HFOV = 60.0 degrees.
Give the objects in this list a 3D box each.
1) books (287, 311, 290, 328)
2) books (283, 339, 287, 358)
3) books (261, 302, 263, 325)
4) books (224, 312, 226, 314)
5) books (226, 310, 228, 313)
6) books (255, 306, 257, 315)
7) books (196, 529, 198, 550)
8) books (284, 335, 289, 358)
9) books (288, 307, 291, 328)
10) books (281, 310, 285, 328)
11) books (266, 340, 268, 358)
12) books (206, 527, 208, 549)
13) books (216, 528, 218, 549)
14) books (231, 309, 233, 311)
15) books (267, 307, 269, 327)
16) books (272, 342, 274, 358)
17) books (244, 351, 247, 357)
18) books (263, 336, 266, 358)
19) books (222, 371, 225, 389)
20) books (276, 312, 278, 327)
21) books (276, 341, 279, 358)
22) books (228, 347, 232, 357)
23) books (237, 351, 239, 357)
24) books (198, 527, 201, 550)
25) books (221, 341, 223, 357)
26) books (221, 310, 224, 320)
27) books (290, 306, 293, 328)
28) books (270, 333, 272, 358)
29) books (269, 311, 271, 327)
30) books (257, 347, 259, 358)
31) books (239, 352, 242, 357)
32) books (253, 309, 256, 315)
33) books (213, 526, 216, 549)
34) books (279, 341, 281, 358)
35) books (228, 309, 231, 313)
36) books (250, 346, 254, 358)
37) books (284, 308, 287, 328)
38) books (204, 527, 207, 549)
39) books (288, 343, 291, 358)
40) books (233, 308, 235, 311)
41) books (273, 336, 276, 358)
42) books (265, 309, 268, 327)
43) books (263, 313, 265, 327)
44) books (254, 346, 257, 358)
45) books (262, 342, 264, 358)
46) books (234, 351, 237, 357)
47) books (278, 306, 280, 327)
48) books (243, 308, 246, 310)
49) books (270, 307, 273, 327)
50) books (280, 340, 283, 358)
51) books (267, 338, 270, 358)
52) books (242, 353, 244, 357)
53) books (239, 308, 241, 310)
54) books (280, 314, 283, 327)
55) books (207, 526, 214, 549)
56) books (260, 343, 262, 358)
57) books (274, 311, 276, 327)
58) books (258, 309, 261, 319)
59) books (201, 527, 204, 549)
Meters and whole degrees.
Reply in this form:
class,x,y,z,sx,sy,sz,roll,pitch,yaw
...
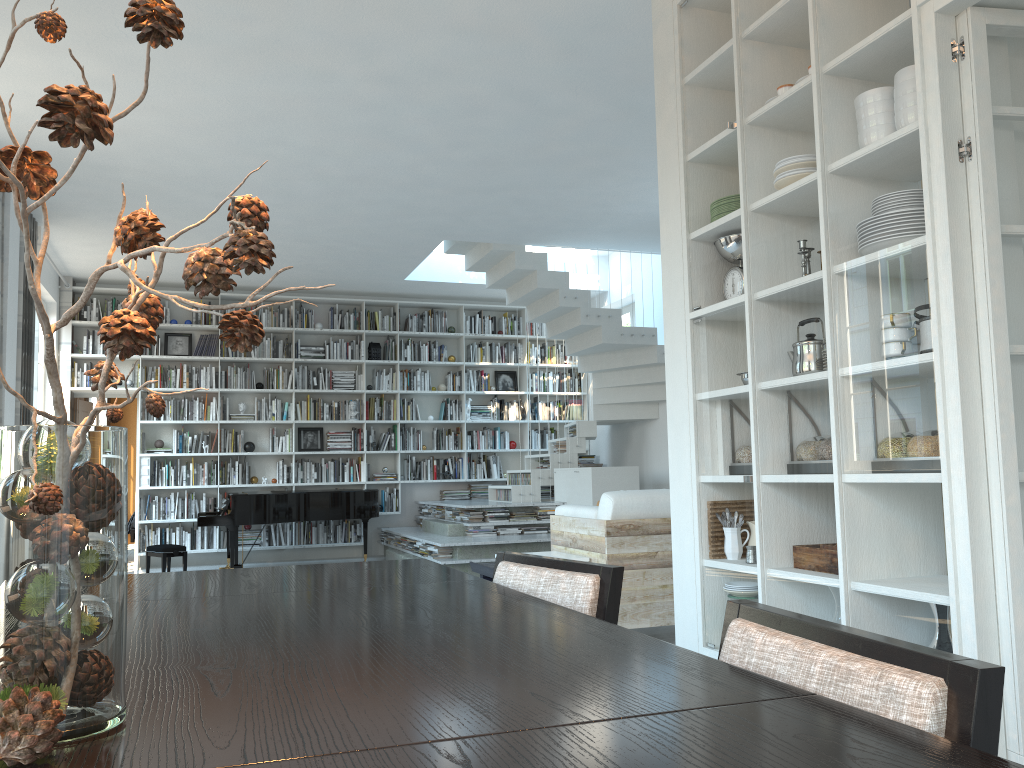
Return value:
class,x,y,z,sx,sy,sz,roll,pitch,yaw
books,-2.703,-0.758,10.693,0.026,0.225,0.172,1,-6,-19
books,-2.734,-0.412,10.654,0.055,0.263,0.167,1,-6,-19
books,-2.997,-0.805,10.612,0.014,0.315,0.166,1,-6,-19
books,-3.394,-0.744,10.472,0.024,0.182,0.133,1,-6,-19
books,-3.376,-0.791,10.493,0.021,0.278,0.141,1,-6,-19
books,-3.054,-0.788,10.579,0.013,0.276,0.164,1,-6,-19
books,-3.601,1.776,10.145,0.022,0.224,0.141,1,-6,-19
books,-2.720,-0.431,10.661,0.058,0.302,0.175,1,-6,-19
books,-2.688,-0.778,10.709,0.014,0.267,0.171,1,-6,-19
books,-2.760,-0.764,10.687,0.026,0.237,0.149,1,-6,-19
books,-2.931,-0.397,10.576,0.021,0.226,0.191,1,-6,-19
books,-3.499,1.736,10.172,0.012,0.303,0.165,1,-6,-19
books,-3.391,1.771,10.187,0.017,0.232,0.212,1,-6,-19
books,-3.317,-0.763,10.486,0.023,0.220,0.181,1,-6,-19
books,-2.930,-0.781,10.635,0.014,0.268,0.156,1,-6,-19
books,-2.868,-0.387,10.624,0.024,0.213,0.150,1,-6,-19
books,-3.166,-0.375,10.513,0.034,0.180,0.160,1,-6,-19
books,-2.962,-0.425,10.593,0.026,0.286,0.138,1,-6,-19
books,-3.392,-0.034,10.413,0.029,0.224,0.136,1,-6,-19
books,-2.828,-0.749,10.639,0.026,0.200,0.187,1,-6,-19
books,-2.817,-0.390,10.623,0.030,0.217,0.182,1,-6,-19
books,-3.335,-0.424,10.457,0.067,0.274,0.168,1,-6,-19
books,-3.241,-0.387,10.485,0.024,0.201,0.153,1,-6,-19
books,-3.577,1.760,10.152,0.027,0.256,0.179,1,-6,-19
books,-3.406,-0.418,10.411,0.023,0.256,0.175,1,-6,-19
books,-3.414,-0.773,10.452,0.029,0.237,0.156,1,-6,-19
books,-2.668,-0.789,10.712,0.026,0.288,0.176,1,-6,-19
books,-2.879,-0.439,10.603,0.011,0.313,0.183,1,-6,-19
books,-2.912,-0.753,10.648,0.029,0.213,0.141,1,-6,-19
books,-3.025,-0.374,10.553,0.028,0.179,0.168,1,-6,-19
books,-3.214,-0.396,10.488,0.029,0.218,0.158,1,-6,-19
books,-3.078,-0.766,10.584,0.029,0.235,0.130,1,-6,-19
books,-3.426,1.754,10.221,0.027,0.276,0.143,1,-6,-19
books,-2.794,-0.392,10.636,0.022,0.222,0.161,1,-6,-19
books,-3.345,-0.780,10.483,0.031,0.254,0.145,1,-6,-19
books,-3.097,-0.428,10.524,0.075,0.285,0.178,1,-6,-19
books,-2.737,-0.774,10.705,0.029,0.261,0.151,1,-6,-19
books,-3.515,1.740,10.168,0.021,0.295,0.188,1,-6,-19
books,-2.686,-0.383,10.694,0.028,0.211,0.134,1,-6,-19
books,-3.297,-0.778,10.498,0.023,0.251,0.170,1,-6,-19
books,-2.848,-0.425,10.637,0.022,0.290,0.146,1,-6,-19
books,-2.948,-0.765,10.626,0.026,0.235,0.134,1,-6,-19
books,-2.971,-0.744,10.607,0.031,0.190,0.182,1,-6,-19
books,-3.054,-0.416,10.554,0.027,0.265,0.168,1,-6,-19
books,-2.973,-0.388,10.572,0.010,0.208,0.173,1,-6,-19
books,-3.263,-0.409,10.465,0.031,0.241,0.181,1,-6,-19
books,-2.806,-0.789,10.669,0.013,0.285,0.160,1,-6,-19
books,-3.181,-0.783,10.555,0.028,0.267,0.151,1,-6,-19
books,-2.883,-0.781,10.632,0.014,0.266,0.192,1,-6,-19
books,-2.777,-0.397,10.658,0.024,0.237,0.153,1,-6,-19
books,-2.914,-0.412,10.603,0.028,0.260,0.135,1,-6,-19
books,-3.191,-0.433,10.500,0.023,0.293,0.156,1,-6,-19
books,-3.228,-0.784,10.521,0.010,0.264,0.160,1,-6,-19
books,-2.783,-0.739,10.666,0.031,0.184,0.177,1,-6,-19
books,-3.469,1.763,10.204,0.065,0.255,0.156,1,-6,-19
books,-2.998,-0.387,10.591,0.024,0.212,0.128,1,-6,-19
books,-2.847,-0.752,10.635,0.013,0.206,0.178,1,-6,-19
books,-3.023,-0.786,10.587,0.052,0.272,0.172,1,-6,-19
books,-3.553,1.759,10.185,0.040,0.264,0.137,1,-6,-19
